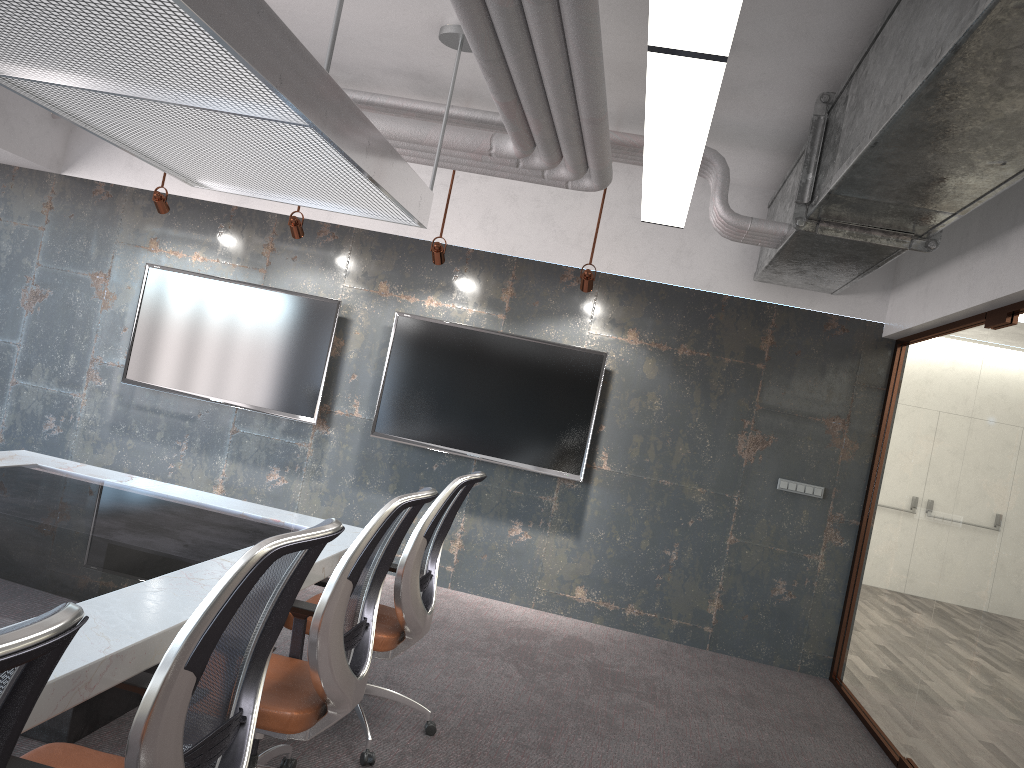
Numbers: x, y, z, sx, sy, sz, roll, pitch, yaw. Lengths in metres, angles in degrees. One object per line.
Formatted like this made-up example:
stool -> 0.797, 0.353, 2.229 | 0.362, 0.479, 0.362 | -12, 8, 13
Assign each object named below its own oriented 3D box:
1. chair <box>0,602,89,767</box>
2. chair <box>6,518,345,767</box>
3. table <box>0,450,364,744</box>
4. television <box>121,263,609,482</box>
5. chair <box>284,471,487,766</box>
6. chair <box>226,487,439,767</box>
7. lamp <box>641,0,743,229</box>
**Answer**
chair -> -1.001, 0.752, 0.941 | 0.828, 1.166, 0.789 | 12, -1, -28
chair -> -0.872, 0.791, 1.879 | 0.828, 1.166, 0.789 | 12, -1, -28
table -> -1.978, 0.770, 1.603 | 1.898, 0.745, 5.498 | 11, -1, 8
television -> -1.170, -0.118, 6.711 | 3.667, 0.960, 0.101 | 11, -1, 8
chair -> -0.615, 0.869, 3.755 | 0.828, 1.166, 0.789 | 12, -1, -28
chair -> -0.744, 0.830, 2.817 | 0.828, 1.166, 0.789 | 12, -1, -28
lamp -> -1.476, -1.707, 1.549 | 4.126, 0.908, 6.097 | 11, -1, 8
